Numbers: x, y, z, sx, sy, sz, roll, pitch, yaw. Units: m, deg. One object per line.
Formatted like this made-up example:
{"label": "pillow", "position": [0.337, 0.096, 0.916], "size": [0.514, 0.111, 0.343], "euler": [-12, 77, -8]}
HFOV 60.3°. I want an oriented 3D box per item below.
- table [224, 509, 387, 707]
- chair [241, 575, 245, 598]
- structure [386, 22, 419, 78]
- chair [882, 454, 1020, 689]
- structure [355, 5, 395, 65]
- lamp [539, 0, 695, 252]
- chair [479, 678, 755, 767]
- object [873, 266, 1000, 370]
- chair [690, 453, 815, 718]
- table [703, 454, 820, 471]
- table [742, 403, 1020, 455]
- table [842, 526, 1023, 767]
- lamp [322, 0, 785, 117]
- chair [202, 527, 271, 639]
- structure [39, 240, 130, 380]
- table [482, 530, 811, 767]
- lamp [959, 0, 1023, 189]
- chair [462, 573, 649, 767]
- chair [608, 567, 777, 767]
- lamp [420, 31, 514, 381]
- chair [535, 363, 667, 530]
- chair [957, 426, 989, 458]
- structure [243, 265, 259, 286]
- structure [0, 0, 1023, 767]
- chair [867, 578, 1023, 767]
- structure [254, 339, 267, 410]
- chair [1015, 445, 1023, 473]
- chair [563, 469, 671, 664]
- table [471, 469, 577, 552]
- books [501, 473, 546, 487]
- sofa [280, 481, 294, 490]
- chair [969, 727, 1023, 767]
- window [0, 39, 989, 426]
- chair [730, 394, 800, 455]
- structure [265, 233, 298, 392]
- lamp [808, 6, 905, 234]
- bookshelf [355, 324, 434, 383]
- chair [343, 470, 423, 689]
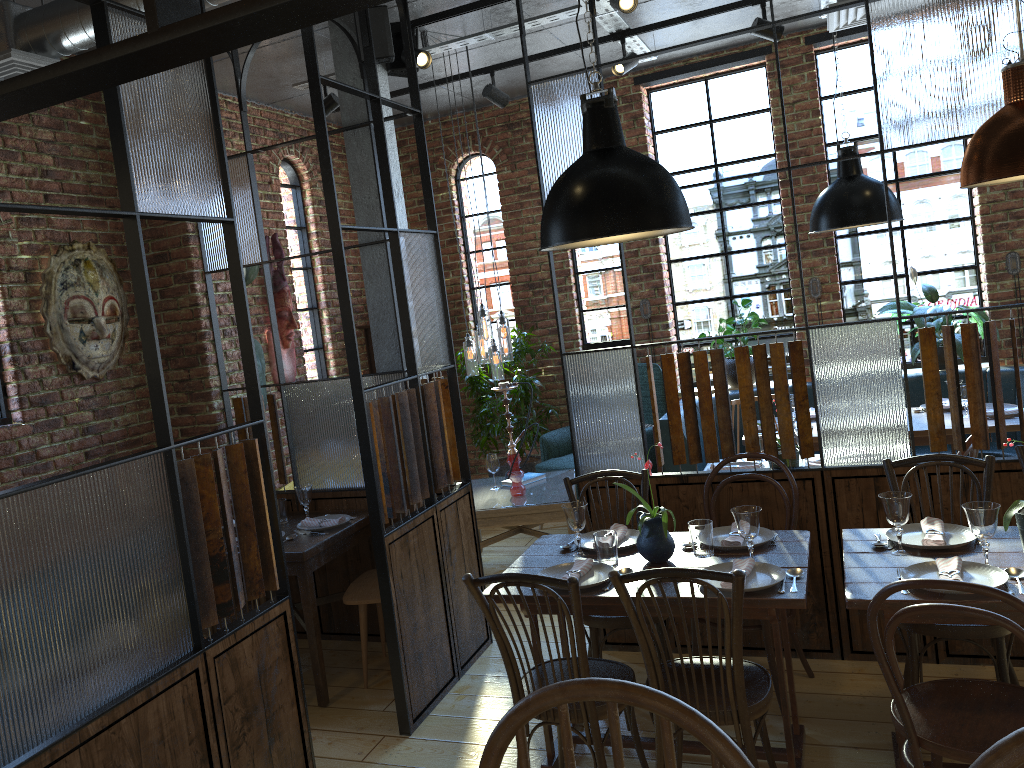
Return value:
{"label": "table", "position": [-1.107, 1.087, 4.426], "size": [0.776, 0.725, 0.727], "euler": [-6, 5, 22]}
{"label": "chair", "position": [-1.674, 1.040, 4.705], "size": [0.575, 0.918, 0.419], "euler": [-4, 5, 44]}
{"label": "structure", "position": [-0.577, -1.758, 4.626], "size": [0.178, 0.267, 0.172], "euler": [-10, 4, -27]}
{"label": "chair", "position": [1.549, 0.747, 3.111], "size": [0.421, 0.913, 0.503], "euler": [-6, 4, 27]}
{"label": "structure", "position": [-0.678, -1.719, 4.354], "size": [0.165, 0.267, 0.186], "euler": [-8, 4, -5]}
{"label": "lamp", "position": [0.271, -1.150, 2.998], "size": [0.552, 1.323, 0.507], "euler": [-5, 4, 35]}
{"label": "chair", "position": [0.133, 1.003, 1.046], "size": [0.451, 1.192, 0.398], "euler": [-6, 4, 27]}
{"label": "object", "position": [2.894, -0.468, 6.083], "size": [0.757, 0.750, 0.590], "euler": [-6, 4, 22]}
{"label": "chair", "position": [0.941, 0.786, 3.584], "size": [0.458, 0.918, 0.526], "euler": [-5, 5, 39]}
{"label": "table", "position": [1.322, 0.776, 4.192], "size": [0.776, 0.725, 0.727], "euler": [-6, 5, 22]}
{"label": "table", "position": [2.306, 0.553, 5.466], "size": [1.592, 0.659, 0.797], "euler": [-6, 5, 23]}
{"label": "table", "position": [1.602, 0.882, 2.654], "size": [1.066, 0.726, 0.705], "euler": [-6, 5, 23]}
{"label": "lamp", "position": [0.782, -1.653, 1.972], "size": [7.473, 0.273, 6.071], "euler": [-6, 6, 23]}
{"label": "chair", "position": [-1.240, 1.047, 3.993], "size": [0.398, 0.913, 0.532], "euler": [-8, 4, -13]}
{"label": "structure", "position": [-2.159, -0.381, 4.533], "size": [0.131, 0.725, 0.571], "euler": [-6, 4, 20]}
{"label": "table", "position": [0.537, 0.983, 3.133], "size": [1.066, 0.726, 0.705], "euler": [-6, 5, 23]}
{"label": "lamp", "position": [1.408, -1.253, 2.485], "size": [0.366, 1.332, 0.371], "euler": [-8, 3, -5]}
{"label": "chair", "position": [0.173, 0.966, 2.800], "size": [0.421, 0.913, 0.503], "euler": [-6, 4, 27]}
{"label": "chair", "position": [0.581, 0.923, 2.667], "size": [0.419, 0.913, 0.505], "euler": [-6, 4, 22]}
{"label": "lamp", "position": [-0.304, -1.043, 5.437], "size": [0.481, 2.115, 0.302], "euler": [-11, 4, -43]}
{"label": "chair", "position": [0.690, 0.451, 6.554], "size": [0.986, 1.095, 0.846], "euler": [-12, 6, -43]}
{"label": "chair", "position": [1.816, 0.638, 3.879], "size": [0.575, 0.918, 0.419], "euler": [-4, 5, 44]}
{"label": "structure", "position": [-1.779, -0.875, 5.664], "size": [0.152, 0.519, 0.515], "euler": [-6, 4, 21]}
{"label": "structure", "position": [1.099, -0.255, 1.563], "size": [5.916, 3.318, 5.981], "euler": [-7, 5, 6]}
{"label": "chair", "position": [1.211, 0.872, 2.288], "size": [0.458, 0.918, 0.526], "euler": [-5, 5, 39]}
{"label": "structure", "position": [-1.678, 0.001, 5.673], "size": [0.107, 0.638, 0.355], "euler": [-6, 4, 22]}
{"label": "chair", "position": [2.017, 0.690, 3.037], "size": [0.421, 0.913, 0.503], "euler": [-6, 4, 27]}
{"label": "chair", "position": [0.446, 0.852, 3.609], "size": [0.410, 0.913, 0.516], "euler": [-7, 4, 7]}
{"label": "table", "position": [0.054, 0.923, 5.647], "size": [0.760, 0.507, 0.926], "euler": [-7, 5, 7]}
{"label": "books", "position": [0.076, 0.632, 5.822], "size": [0.261, 0.028, 0.168], "euler": [-13, 7, -43]}
{"label": "sofa", "position": [-0.937, 0.912, 5.830], "size": [0.799, 0.761, 1.977], "euler": [-7, 5, 5]}
{"label": "chair", "position": [0.690, 0.950, 0.796], "size": [0.446, 1.192, 0.402], "euler": [-7, 4, 17]}
{"label": "window", "position": [1.008, -1.027, 6.133], "size": [8.414, 2.424, 3.495], "euler": [-9, 5, -10]}
{"label": "chair", "position": [1.420, 0.578, 4.695], "size": [0.532, 1.003, 0.455], "euler": [-8, 4, -6]}
{"label": "structure", "position": [-1.625, -0.462, 6.106], "size": [0.220, 1.144, 0.234], "euler": [-9, 4, -22]}
{"label": "lamp", "position": [2.003, -1.608, 5.317], "size": [0.553, 1.323, 0.506], "euler": [-5, 5, 40]}
{"label": "bookshelf", "position": [-0.854, 0.302, 7.326], "size": [0.327, 1.664, 0.791], "euler": [-6, 4, 21]}
{"label": "chair", "position": [-0.569, 0.895, 4.242], "size": [0.458, 1.003, 0.528], "euler": [-7, 4, 9]}
